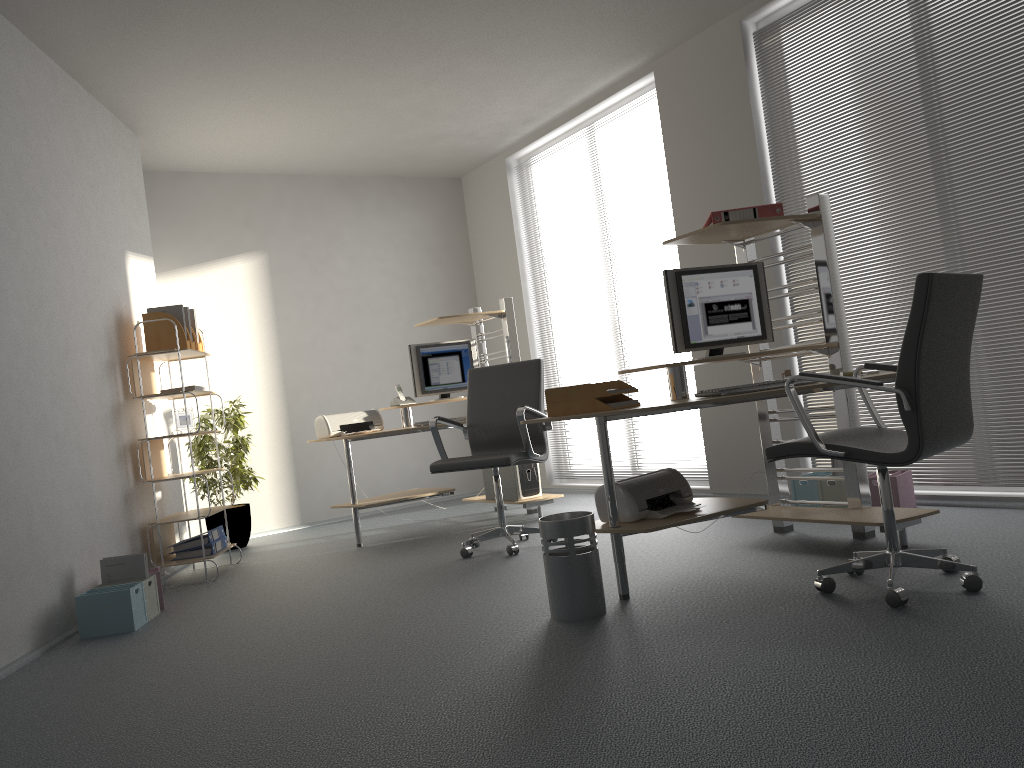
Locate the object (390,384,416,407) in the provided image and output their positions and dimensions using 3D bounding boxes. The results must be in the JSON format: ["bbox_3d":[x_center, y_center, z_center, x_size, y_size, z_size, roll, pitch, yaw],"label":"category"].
[{"bbox_3d":[-0.776,0.074,6.237,0.119,0.151,0.150,-9,-2,44],"label":"object"}]

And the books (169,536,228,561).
[{"bbox_3d":[-1.934,1.012,5.477,0.262,0.072,0.320,-7,-1,-3],"label":"books"}]

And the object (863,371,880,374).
[{"bbox_3d":[1.533,-0.045,3.870,0.011,0.011,0.158,-7,-1,-34],"label":"object"}]

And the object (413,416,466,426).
[{"bbox_3d":[-0.520,0.287,6.201,0.478,0.082,0.814,-7,-1,-24],"label":"object"}]

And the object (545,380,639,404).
[{"bbox_3d":[0.326,0.027,3.631,0.309,0.060,0.225,-8,-1,38],"label":"object"}]

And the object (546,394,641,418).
[{"bbox_3d":[0.333,0.083,3.630,0.309,0.060,0.225,-8,-1,38],"label":"object"}]

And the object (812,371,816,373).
[{"bbox_3d":[1.346,-0.034,3.983,0.022,0.042,0.134,-8,-1,11],"label":"object"}]

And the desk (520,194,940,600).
[{"bbox_3d":[0.885,-0.008,3.684,1.469,1.566,0.967,-7,-1,-31],"label":"desk"}]

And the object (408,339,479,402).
[{"bbox_3d":[-0.492,-0.094,6.453,0.516,0.418,0.245,-7,-1,-17],"label":"object"}]

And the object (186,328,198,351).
[{"bbox_3d":[-2.128,-0.308,5.573,0.243,0.259,0.113,-7,-1,-4],"label":"object"}]

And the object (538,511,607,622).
[{"bbox_3d":[0.225,0.678,3.298,0.208,0.377,0.208,-8,-1,12],"label":"object"}]

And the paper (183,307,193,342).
[{"bbox_3d":[-2.134,-0.327,5.593,0.213,0.297,0.045,-7,-1,-4],"label":"paper"}]

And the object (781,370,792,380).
[{"bbox_3d":[1.243,-0.031,4.009,0.054,0.064,0.159,-8,-1,26],"label":"object"}]

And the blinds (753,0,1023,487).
[{"bbox_3d":[2.148,-0.855,4.532,0.022,2.770,1.950,-7,-1,-31],"label":"blinds"}]

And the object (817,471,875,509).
[{"bbox_3d":[1.809,0.589,4.771,0.245,0.202,0.185,-7,-1,-31],"label":"object"}]

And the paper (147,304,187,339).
[{"bbox_3d":[-2.124,-0.331,5.470,0.213,0.297,0.045,-7,-1,-6],"label":"paper"}]

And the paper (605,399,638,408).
[{"bbox_3d":[0.335,0.095,3.629,0.297,0.019,0.210,-8,-1,38],"label":"paper"}]

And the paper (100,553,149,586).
[{"bbox_3d":[-1.887,0.993,4.338,0.220,0.306,0.068,-7,-1,-5],"label":"paper"}]

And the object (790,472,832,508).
[{"bbox_3d":[1.714,0.604,4.930,0.245,0.202,0.185,-7,-1,-31],"label":"object"}]

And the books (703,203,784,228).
[{"bbox_3d":[1.062,-0.758,4.116,0.320,0.072,0.262,-7,-1,1],"label":"books"}]

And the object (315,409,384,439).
[{"bbox_3d":[-1.070,0.263,6.036,0.438,0.162,0.351,-7,-1,-39],"label":"object"}]

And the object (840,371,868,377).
[{"bbox_3d":[1.463,-0.045,3.825,0.132,0.026,0.132,-7,-1,-31],"label":"object"}]

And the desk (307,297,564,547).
[{"bbox_3d":[-0.553,0.227,6.069,1.469,1.566,0.967,-7,-1,-31],"label":"desk"}]

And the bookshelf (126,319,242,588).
[{"bbox_3d":[-2.027,0.410,5.501,0.381,1.572,0.724,-7,-1,-4],"label":"bookshelf"}]

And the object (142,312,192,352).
[{"bbox_3d":[-2.117,-0.312,5.449,0.243,0.259,0.113,-7,-1,-6],"label":"object"}]

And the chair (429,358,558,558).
[{"bbox_3d":[-0.098,0.408,5.030,0.584,1.048,0.652,-8,-1,24],"label":"chair"}]

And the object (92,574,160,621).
[{"bbox_3d":[-1.877,1.063,4.322,0.245,0.202,0.185,-7,-1,-5],"label":"object"}]

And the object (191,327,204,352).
[{"bbox_3d":[-2.131,-0.305,5.697,0.243,0.259,0.113,-7,-1,-1],"label":"object"}]

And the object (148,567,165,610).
[{"bbox_3d":[-1.923,1.073,4.544,0.245,0.202,0.185,-7,-1,-23],"label":"object"}]

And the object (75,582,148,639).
[{"bbox_3d":[-1.863,1.057,4.137,0.245,0.202,0.185,-7,-1,-5],"label":"object"}]

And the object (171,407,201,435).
[{"bbox_3d":[-2.028,0.228,5.497,0.077,0.161,0.192,-8,-1,14],"label":"object"}]

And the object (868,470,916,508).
[{"bbox_3d":[1.948,0.567,4.593,0.185,0.202,0.245,-8,-1,41],"label":"object"}]

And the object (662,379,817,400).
[{"bbox_3d":[0.876,0.057,3.810,0.478,0.082,0.814,-7,-1,-24],"label":"object"}]

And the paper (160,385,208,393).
[{"bbox_3d":[-2.068,0.048,5.604,0.213,0.046,0.297,-7,-1,-4],"label":"paper"}]

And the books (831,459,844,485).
[{"bbox_3d":[1.807,0.518,4.760,0.220,0.306,0.068,-7,-1,-31],"label":"books"}]

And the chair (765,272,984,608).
[{"bbox_3d":[1.296,0.188,3.107,0.584,1.048,0.652,-6,-2,-45],"label":"chair"}]

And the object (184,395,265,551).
[{"bbox_3d":[-2.136,0.666,6.640,0.544,1.147,0.644,-7,-1,-3],"label":"object"}]

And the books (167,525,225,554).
[{"bbox_3d":[-1.951,0.959,5.477,0.263,0.100,0.320,-7,-1,-3],"label":"books"}]

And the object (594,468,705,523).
[{"bbox_3d":[0.606,0.450,3.639,0.351,0.162,0.438,-8,-2,43],"label":"object"}]

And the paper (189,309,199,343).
[{"bbox_3d":[-2.135,-0.324,5.718,0.213,0.297,0.045,-7,-1,-1],"label":"paper"}]

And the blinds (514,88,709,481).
[{"bbox_3d":[0.706,-0.620,6.923,0.037,2.749,1.950,-7,-1,-31],"label":"blinds"}]

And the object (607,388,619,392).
[{"bbox_3d":[0.407,0.024,3.567,0.008,0.009,0.159,-8,-1,22],"label":"object"}]

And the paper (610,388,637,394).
[{"bbox_3d":[0.329,0.044,3.630,0.297,0.010,0.210,-8,-1,38],"label":"paper"}]

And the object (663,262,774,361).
[{"bbox_3d":[0.936,-0.327,4.088,0.516,0.418,0.245,-7,-1,-9],"label":"object"}]

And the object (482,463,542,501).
[{"bbox_3d":[-0.010,0.597,6.269,0.199,0.422,0.471,-7,-1,-31],"label":"object"}]
